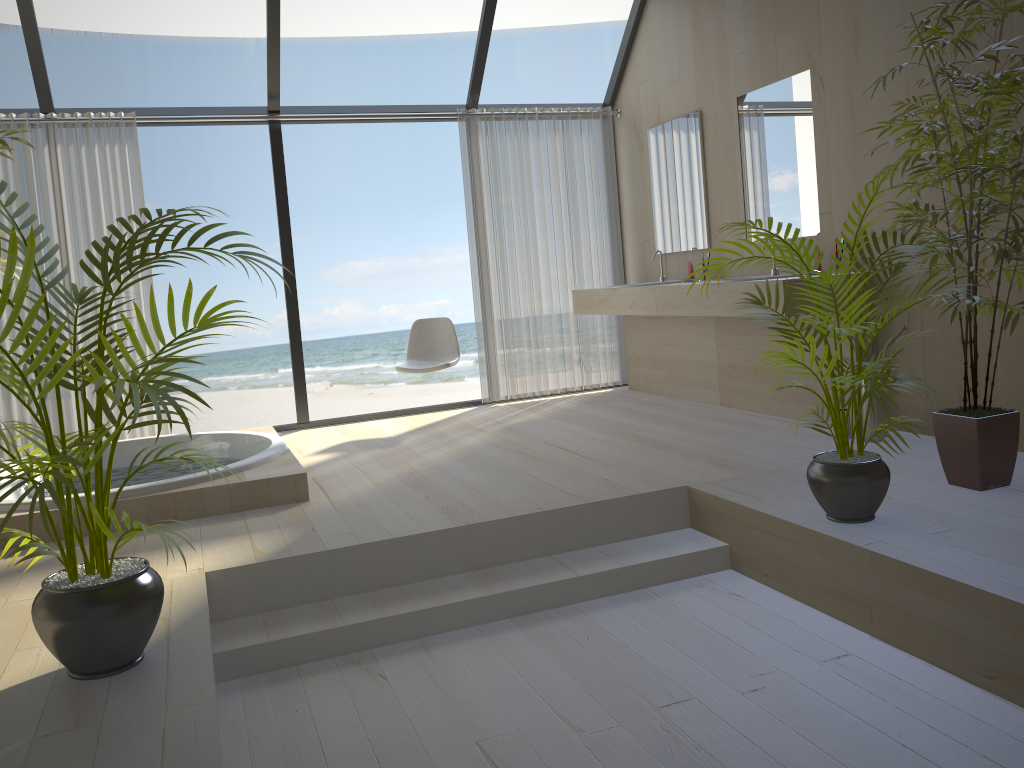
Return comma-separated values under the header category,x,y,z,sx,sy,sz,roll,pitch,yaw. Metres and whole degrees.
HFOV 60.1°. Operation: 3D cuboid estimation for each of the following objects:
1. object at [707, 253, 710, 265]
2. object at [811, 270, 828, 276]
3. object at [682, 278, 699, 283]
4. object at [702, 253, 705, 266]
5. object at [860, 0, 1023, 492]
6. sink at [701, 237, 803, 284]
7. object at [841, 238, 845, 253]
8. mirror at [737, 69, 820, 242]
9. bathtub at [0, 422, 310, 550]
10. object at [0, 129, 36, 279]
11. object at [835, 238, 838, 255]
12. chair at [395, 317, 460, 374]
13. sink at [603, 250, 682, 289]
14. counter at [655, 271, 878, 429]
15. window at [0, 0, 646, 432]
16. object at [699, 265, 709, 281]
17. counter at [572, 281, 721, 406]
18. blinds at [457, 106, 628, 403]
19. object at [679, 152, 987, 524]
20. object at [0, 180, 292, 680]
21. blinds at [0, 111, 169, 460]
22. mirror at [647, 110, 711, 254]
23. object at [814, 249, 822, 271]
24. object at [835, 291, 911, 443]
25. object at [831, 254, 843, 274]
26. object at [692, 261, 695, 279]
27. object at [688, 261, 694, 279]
category,x,y,z,sx,sy,sz,roll,pitch,yaw
object,1.223,-0.735,5.556,0.054,0.174,0.012,-4,3,5
object,1.538,-0.557,4.420,0.104,0.029,0.033,-2,6,20
object,1.120,-0.653,5.551,0.104,0.029,0.033,-2,6,20
object,1.197,-0.731,5.530,0.012,0.177,0.050,-4,4,19
object,1.681,-0.505,3.161,0.786,1.750,0.939,-4,4,5
sink,1.283,-0.579,4.762,0.505,0.418,0.575,-6,6,-16
object,1.641,-0.640,4.425,0.054,0.174,0.012,-4,3,5
mirror,1.489,-1.241,4.949,0.023,0.865,0.655,-6,5,-20
bathtub,-2.015,0.493,4.282,1.825,0.696,1.651,-7,6,-20
object,-2.126,-0.166,2.963,0.786,1.750,0.939,-4,4,5
object,1.616,-0.636,4.399,0.012,0.177,0.050,-4,4,19
chair,-0.549,-0.249,5.778,0.369,0.346,0.456,-4,5,9
sink,0.865,-0.675,5.893,0.505,0.418,0.575,-6,6,-16
counter,1.350,-0.177,4.832,0.551,0.788,1.208,-6,6,-20
window,-1.223,-1.095,5.676,4.570,2.804,0.746,-7,4,-20
object,1.211,-0.693,5.560,0.058,0.100,0.058,-6,4,-13
counter,0.932,-0.272,5.964,0.551,0.788,1.208,-6,6,-20
blinds,0.251,-0.961,6.431,1.185,2.063,0.084,-6,3,-20
object,1.019,-0.130,2.881,0.915,1.153,0.754,-4,4,14
object,-1.032,0.028,2.219,1.068,1.341,0.874,-7,5,-31
blinds,-2.790,-0.579,5.314,1.185,2.063,0.084,-6,3,-20
mirror,1.105,-1.320,5.911,0.023,0.865,0.655,-6,5,-20
object,1.552,-0.616,4.495,0.039,0.134,0.039,-3,4,21
object,1.715,-0.115,4.181,0.408,0.746,0.274,-7,4,-32
object,1.629,-0.598,4.429,0.058,0.100,0.059,-5,4,-10
object,1.164,-0.727,5.736,0.039,0.134,0.039,-3,4,29
object,1.134,-0.712,5.626,0.039,0.134,0.039,-3,4,29
